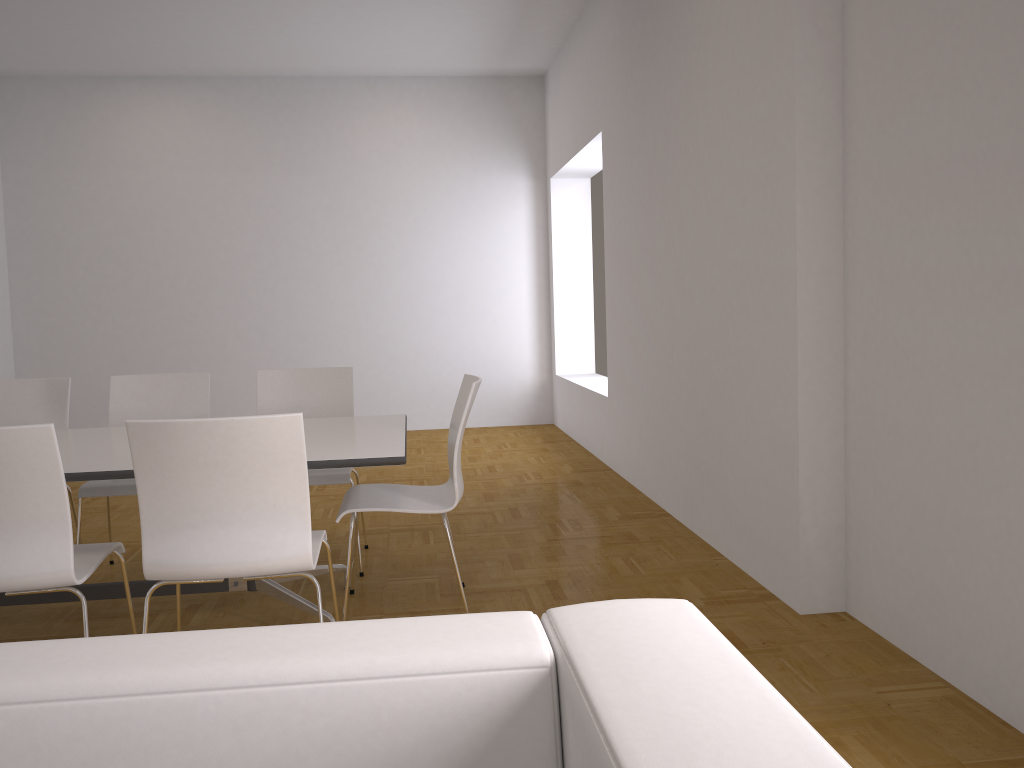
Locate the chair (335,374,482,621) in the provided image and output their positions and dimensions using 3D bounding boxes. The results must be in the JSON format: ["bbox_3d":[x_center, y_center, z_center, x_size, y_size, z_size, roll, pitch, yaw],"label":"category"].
[{"bbox_3d":[-0.393,0.449,3.528,0.575,0.930,0.562,-2,4,-7],"label":"chair"}]

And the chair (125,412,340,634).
[{"bbox_3d":[-0.832,0.533,2.712,0.561,0.930,0.576,-2,4,-7],"label":"chair"}]

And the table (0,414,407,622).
[{"bbox_3d":[-1.605,0.597,3.412,2.411,0.721,1.212,-2,5,-7],"label":"table"}]

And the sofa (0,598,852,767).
[{"bbox_3d":[-1.026,0.753,0.542,2.623,0.847,0.823,-2,4,-7],"label":"sofa"}]

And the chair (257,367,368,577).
[{"bbox_3d":[-1.000,0.405,4.257,0.561,0.930,0.576,-2,4,-7],"label":"chair"}]

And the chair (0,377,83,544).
[{"bbox_3d":[-2.352,0.461,4.101,0.561,0.930,0.576,-2,4,-7],"label":"chair"}]

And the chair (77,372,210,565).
[{"bbox_3d":[-1.696,0.434,4.177,0.561,0.930,0.576,-2,4,-7],"label":"chair"}]

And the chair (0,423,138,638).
[{"bbox_3d":[-1.487,0.560,2.636,0.561,0.930,0.576,-2,4,-7],"label":"chair"}]
